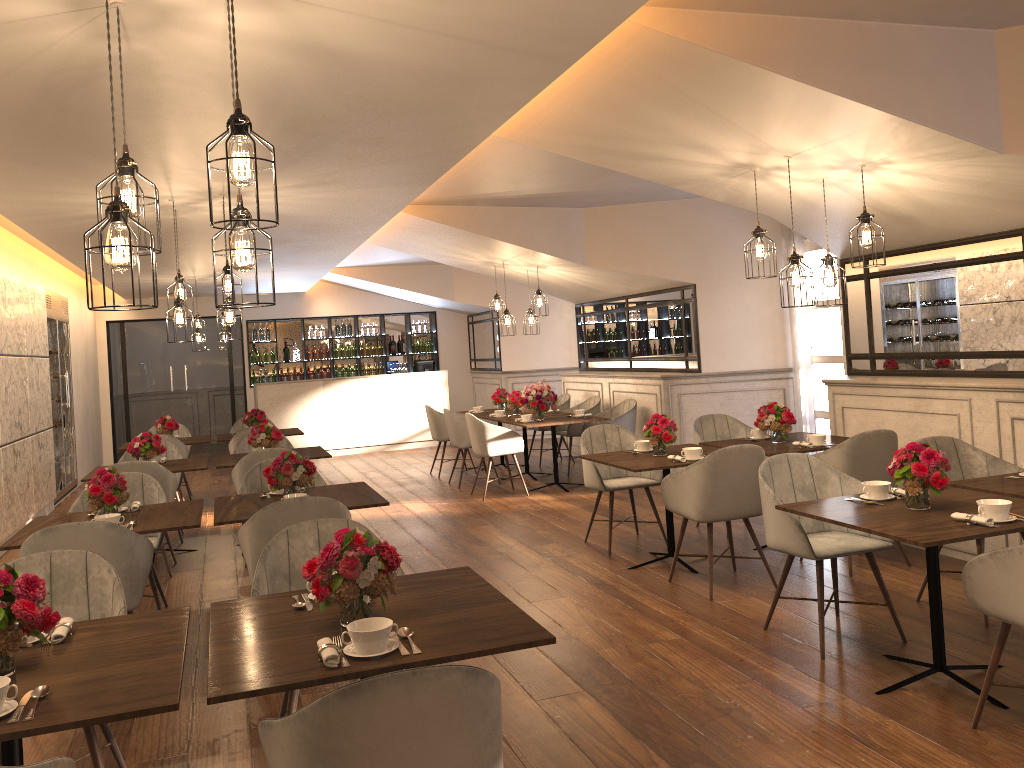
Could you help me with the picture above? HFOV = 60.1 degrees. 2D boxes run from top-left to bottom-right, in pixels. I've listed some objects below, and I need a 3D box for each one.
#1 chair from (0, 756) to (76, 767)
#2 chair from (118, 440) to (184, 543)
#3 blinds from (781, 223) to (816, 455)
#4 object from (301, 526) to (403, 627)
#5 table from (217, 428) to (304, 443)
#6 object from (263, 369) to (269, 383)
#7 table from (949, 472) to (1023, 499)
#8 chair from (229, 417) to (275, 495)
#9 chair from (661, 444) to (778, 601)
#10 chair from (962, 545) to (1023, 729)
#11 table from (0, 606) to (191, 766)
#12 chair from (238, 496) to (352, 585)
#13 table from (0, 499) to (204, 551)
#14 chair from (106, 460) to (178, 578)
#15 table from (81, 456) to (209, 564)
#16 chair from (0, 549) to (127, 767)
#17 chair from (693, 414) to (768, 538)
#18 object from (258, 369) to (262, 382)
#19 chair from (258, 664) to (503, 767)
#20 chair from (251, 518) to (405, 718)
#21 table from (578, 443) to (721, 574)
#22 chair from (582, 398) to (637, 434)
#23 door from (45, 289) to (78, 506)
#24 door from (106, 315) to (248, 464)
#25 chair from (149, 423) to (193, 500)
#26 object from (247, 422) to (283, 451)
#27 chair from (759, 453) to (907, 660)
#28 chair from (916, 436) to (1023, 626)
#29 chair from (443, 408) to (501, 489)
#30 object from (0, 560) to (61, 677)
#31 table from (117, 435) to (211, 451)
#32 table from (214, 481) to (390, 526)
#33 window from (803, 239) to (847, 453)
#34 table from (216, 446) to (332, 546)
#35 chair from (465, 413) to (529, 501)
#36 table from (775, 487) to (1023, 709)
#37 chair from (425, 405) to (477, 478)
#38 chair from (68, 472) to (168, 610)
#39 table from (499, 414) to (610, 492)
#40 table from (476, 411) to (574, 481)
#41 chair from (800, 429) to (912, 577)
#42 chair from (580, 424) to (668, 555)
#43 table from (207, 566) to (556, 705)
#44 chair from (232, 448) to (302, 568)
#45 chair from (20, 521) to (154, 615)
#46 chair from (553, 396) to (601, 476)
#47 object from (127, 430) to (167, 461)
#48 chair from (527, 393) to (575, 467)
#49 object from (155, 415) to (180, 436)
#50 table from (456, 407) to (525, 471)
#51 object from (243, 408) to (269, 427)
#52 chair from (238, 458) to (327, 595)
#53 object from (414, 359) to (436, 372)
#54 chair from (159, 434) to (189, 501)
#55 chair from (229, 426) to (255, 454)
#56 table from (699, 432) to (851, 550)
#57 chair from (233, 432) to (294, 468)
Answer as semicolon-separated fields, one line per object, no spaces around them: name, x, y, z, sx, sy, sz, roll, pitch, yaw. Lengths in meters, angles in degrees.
chair;-1.182;1.081;1.736;0.565;0.873;0.525;-4;0;-18
chair;-3.166;0.948;7.800;0.565;0.873;0.525;-4;0;-18
blinds;3.018;-0.387;8.293;0.134;2.701;1.378;-3;0;-18
object;-0.476;0.561;2.636;0.306;0.301;0.234;-4;1;-41
table;-2.781;0.914;9.827;0.897;0.721;0.895;-4;1;-18
object;-3.734;-0.122;13.448;0.065;0.208;0.145;-3;0;-27
table;2.689;0.817;4.026;0.897;0.721;0.895;-4;1;-18
chair;-3.033;0.827;10.453;0.565;0.873;0.525;-4;0;-18
chair;1.246;0.777;5.305;0.565;0.873;0.525;-4;0;-18
chair;1.974;0.825;3.100;0.565;0.873;0.525;-4;0;-18
table;-1.332;1.139;2.375;0.897;0.721;0.895;-4;1;-18
chair;-1.048;0.960;4.389;0.565;0.873;0.525;-4;0;-18
table;-2.108;1.088;4.726;0.897;0.721;0.895;-4;1;-18
chair;-2.765;0.977;6.534;0.565;0.873;0.525;-4;0;-18
table;-2.915;1.035;7.173;0.897;0.721;0.895;-4;1;-18
chair;-1.583;1.053;3.001;0.565;0.873;0.525;-4;0;-18
chair;1.710;0.682;6.858;0.565;0.873;0.525;-4;0;-18
object;-3.813;-0.116;13.417;0.065;0.208;0.065;-3;-1;-27
chair;-0.273;1.011;2.037;0.565;0.873;0.525;-4;0;-18
chair;-0.674;0.983;3.303;0.565;0.873;0.525;-4;0;-18
table;1.052;0.839;5.931;0.897;0.721;0.895;-4;1;-18
chair;1.075;0.611;9.481;0.527;0.873;0.564;-4;0;-18
door;-5.492;0.127;10.815;0.134;2.471;1.855;-3;0;-18
door;-5.527;0.070;14.731;2.108;2.336;0.273;-4;-1;-18
chair;-3.942;0.897;10.151;0.565;0.873;0.525;-4;0;-18
object;-2.059;0.457;7.435;0.305;0.301;0.234;-3;0;14
chair;1.528;0.800;4.351;0.565;0.873;0.525;-4;0;-18
chair;2.437;0.730;4.652;0.565;0.873;0.525;-4;0;-18
chair;-0.472;0.688;9.938;0.527;0.873;0.564;-4;0;-18
object;-1.386;0.630;2.367;0.305;0.301;0.234;-4;0;3
table;-3.690;0.984;9.525;0.897;0.721;0.895;-4;1;-18
table;-1.199;1.018;5.028;0.897;0.721;0.895;-4;1;-18
window;3.771;-0.226;7.287;0.495;2.390;14.507;-3;2;-22
table;-2.006;0.965;7.475;0.897;0.721;0.895;-4;1;-18
chair;-0.178;0.708;9.047;0.527;0.873;0.564;-4;0;-18
table;1.780;0.887;3.724;0.897;0.721;0.895;-4;1;-18
chair;-0.766;0.669;10.829;0.527;0.873;0.564;-4;0;-18
chair;-2.359;1.001;5.353;0.565;0.873;0.525;-4;0;-18
table;0.451;0.734;9.293;0.897;0.721;0.895;-4;1;-18
table;0.157;0.714;10.185;0.897;0.721;0.895;-4;1;-18
chair;2.155;0.707;5.607;0.565;0.873;0.525;-4;0;-18
chair;0.801;0.752;6.556;0.565;0.873;0.525;-4;0;-18
table;-0.423;1.069;2.676;0.897;0.721;0.895;-4;1;-18
chair;-1.856;0.907;6.836;0.565;0.873;0.525;-4;0;-18
chair;-1.958;1.030;4.087;0.565;0.873;0.525;-4;0;-18
chair;0.781;0.591;10.373;0.527;0.873;0.564;-4;0;-18
object;-2.968;0.524;7.163;0.305;0.301;0.234;-4;0;3
chair;0.487;0.572;11.264;0.527;0.873;0.564;-4;0;-18
object;-3.706;0.469;9.541;0.234;0.301;0.304;-4;1;-43
table;-0.137;0.695;11.076;0.897;0.721;0.895;-4;1;-18
object;-2.861;0.405;9.829;0.304;0.301;0.234;-3;1;29
chair;-1.450;0.932;5.654;0.565;0.873;0.525;-4;0;-18
object;-1.401;-0.235;14.385;0.409;0.329;0.129;-5;0;-41
chair;-3.540;0.926;8.886;0.565;0.873;0.525;-4;0;-18
chair;-2.631;0.856;9.188;0.565;0.873;0.525;-4;0;-18
table;1.961;0.769;6.232;0.897;0.721;0.895;-4;1;-18
chair;-2.257;0.878;8.101;0.565;0.873;0.525;-4;0;-18
